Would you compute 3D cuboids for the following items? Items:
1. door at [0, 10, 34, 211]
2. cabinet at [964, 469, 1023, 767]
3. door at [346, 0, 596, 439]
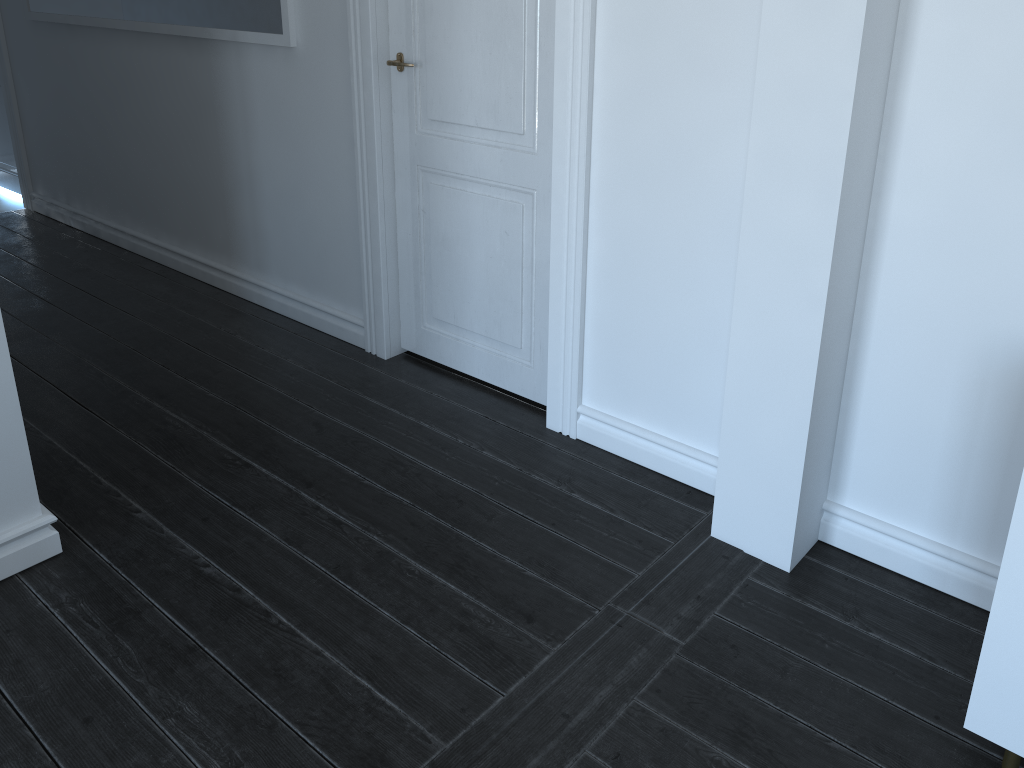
[{"bbox_3d":[-3.312,-2.358,5.371,1.090,2.379,0.118,18,27,38],"label":"door"},{"bbox_3d":[1.457,0.508,1.361,1.223,0.707,0.603,20,30,37],"label":"cabinet"},{"bbox_3d":[-0.143,-1.109,2.794,1.060,2.379,0.118,18,27,38],"label":"door"}]
